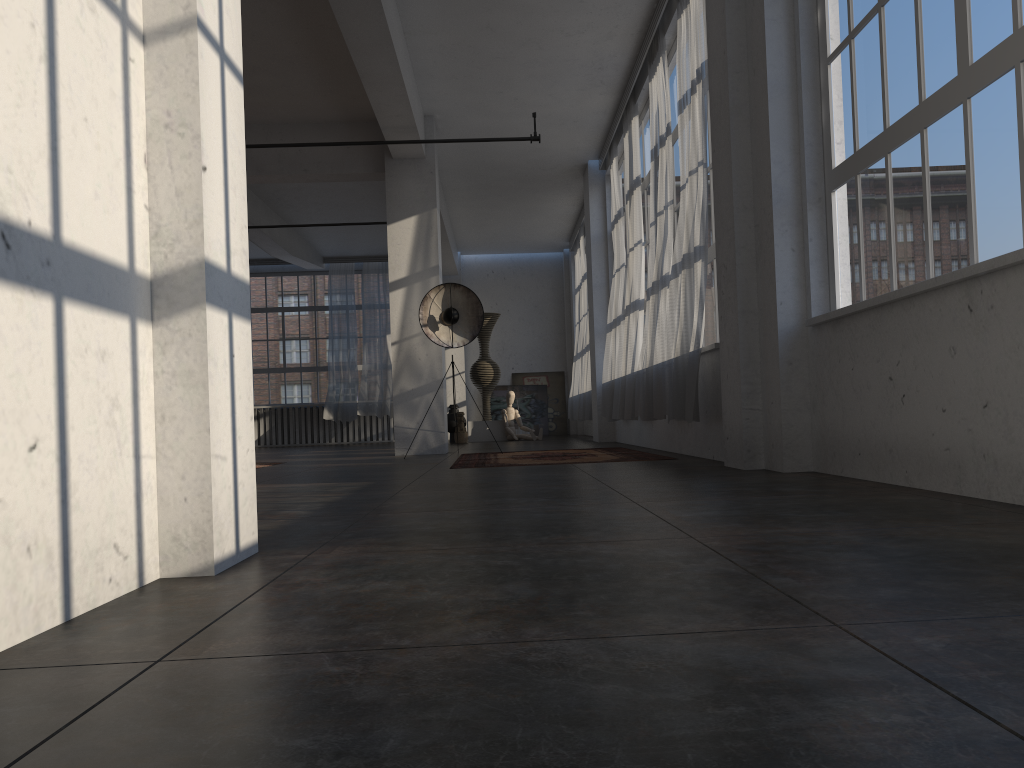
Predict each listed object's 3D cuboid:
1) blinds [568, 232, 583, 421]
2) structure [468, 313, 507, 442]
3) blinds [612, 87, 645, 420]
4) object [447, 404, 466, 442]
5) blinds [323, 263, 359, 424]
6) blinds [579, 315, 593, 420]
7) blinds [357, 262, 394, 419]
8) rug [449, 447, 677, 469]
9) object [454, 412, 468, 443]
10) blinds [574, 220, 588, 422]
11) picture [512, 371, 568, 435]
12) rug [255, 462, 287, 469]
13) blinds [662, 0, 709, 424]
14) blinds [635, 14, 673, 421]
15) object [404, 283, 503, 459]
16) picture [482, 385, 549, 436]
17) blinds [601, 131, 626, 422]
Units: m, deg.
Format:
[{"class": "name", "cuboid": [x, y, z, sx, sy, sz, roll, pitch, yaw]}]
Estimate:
[{"class": "blinds", "cuboid": [1.230, -1.134, 17.284, 0.340, 3.696, 1.032, -2, -1, -4]}, {"class": "structure", "cuboid": [-0.479, -0.106, 16.185, 0.678, 2.325, 0.749, -2, -1, -2]}, {"class": "blinds", "cuboid": [1.309, -1.424, 9.999, 0.362, 3.673, 1.030, -2, -1, -2]}, {"class": "object", "cuboid": [-1.052, 0.721, 16.142, 0.452, 0.693, 0.434, -1, -2, -38]}, {"class": "blinds", "cuboid": [-3.594, -0.934, 18.600, 0.694, 3.557, 0.875, -2, -1, -3]}, {"class": "blinds", "cuboid": [1.271, -1.228, 14.758, 0.362, 3.673, 1.030, -2, -1, -2]}, {"class": "blinds", "cuboid": [-2.690, -1.010, 18.513, 1.059, 3.499, 0.998, -2, -1, -2]}, {"class": "rug", "cuboid": [0.381, 0.691, 8.487, 1.819, 0.009, 3.124, -2, -2, -2]}, {"class": "object", "cuboid": [-0.881, 0.782, 15.283, 0.236, 0.600, 0.224, -3, -1, 26]}, {"class": "blinds", "cuboid": [1.260, -1.175, 16.096, 0.315, 3.711, 1.023, -2, -1, -2]}, {"class": "picture", "cuboid": [0.599, 0.431, 19.187, 1.150, 1.386, 0.253, -2, -1, -3]}, {"class": "rug", "cuboid": [-3.313, 0.804, 7.968, 1.858, 0.029, 2.881, -2, -2, -2]}, {"class": "blinds", "cuboid": [1.352, -1.567, 6.936, 0.343, 3.749, 1.026, -2, -1, -3]}, {"class": "blinds", "cuboid": [1.326, -1.504, 8.302, 0.340, 3.696, 1.032, -2, -1, -4]}, {"class": "object", "cuboid": [-0.656, -0.159, 9.914, 1.058, 1.918, 1.178, -2, -1, -2]}, {"class": "picture", "cuboid": [0.072, 0.574, 19.054, 1.436, 1.141, 0.304, -2, -1, -5]}, {"class": "blinds", "cuboid": [1.316, -1.364, 11.500, 0.315, 3.711, 1.023, -2, -1, -2]}]
